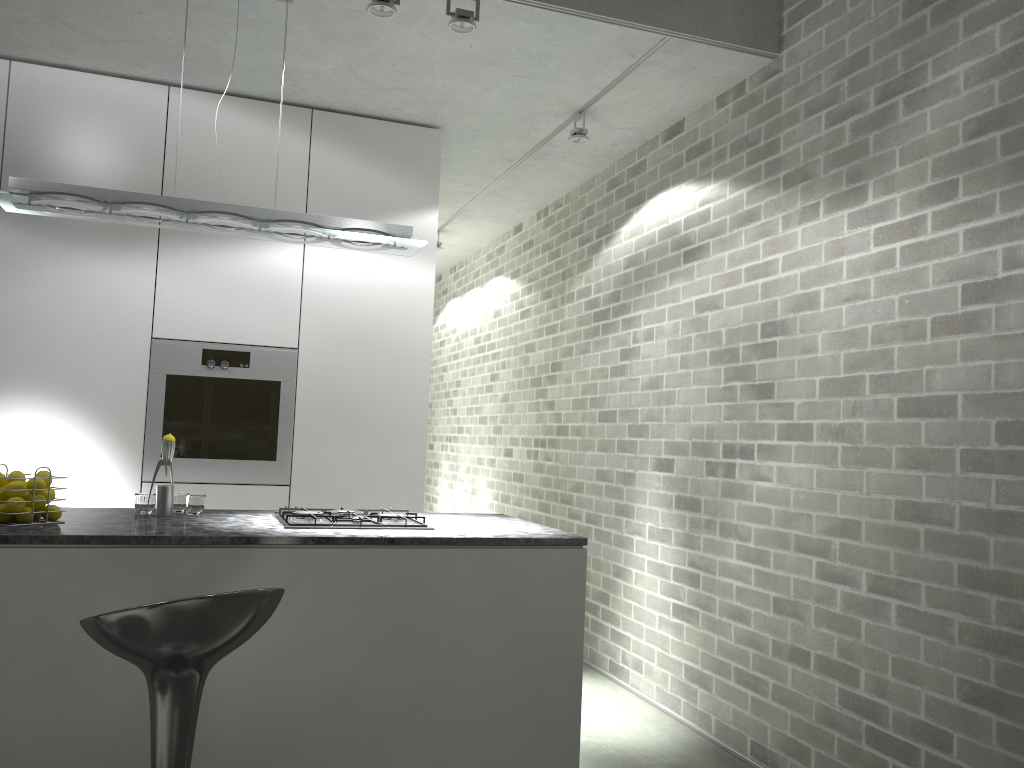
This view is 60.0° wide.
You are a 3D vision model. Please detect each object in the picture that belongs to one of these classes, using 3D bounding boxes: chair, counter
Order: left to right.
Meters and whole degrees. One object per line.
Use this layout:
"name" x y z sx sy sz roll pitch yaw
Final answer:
"counter" -1.988 0.879 2.647 4.400 0.960 0.900 4 -4 -19
"chair" -0.801 0.929 2.097 0.457 0.931 0.464 5 -5 -38

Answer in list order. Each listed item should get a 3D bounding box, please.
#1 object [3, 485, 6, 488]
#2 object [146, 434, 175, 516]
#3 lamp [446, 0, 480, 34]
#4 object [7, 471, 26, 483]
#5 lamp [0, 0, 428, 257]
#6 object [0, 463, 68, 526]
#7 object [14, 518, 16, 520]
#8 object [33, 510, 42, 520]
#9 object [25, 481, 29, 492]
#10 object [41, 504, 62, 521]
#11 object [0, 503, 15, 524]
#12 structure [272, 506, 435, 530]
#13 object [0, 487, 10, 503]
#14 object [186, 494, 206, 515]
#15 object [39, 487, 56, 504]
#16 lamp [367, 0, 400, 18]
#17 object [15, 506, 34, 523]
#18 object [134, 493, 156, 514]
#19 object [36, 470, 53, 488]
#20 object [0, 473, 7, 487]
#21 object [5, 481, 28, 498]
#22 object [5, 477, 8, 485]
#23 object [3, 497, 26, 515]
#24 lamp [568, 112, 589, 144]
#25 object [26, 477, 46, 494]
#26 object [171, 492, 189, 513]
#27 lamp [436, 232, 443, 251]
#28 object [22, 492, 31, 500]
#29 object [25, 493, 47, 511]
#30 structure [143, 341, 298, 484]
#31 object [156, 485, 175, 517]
"object" -1.556 0.336 2.729 0.064 0.053 0.051 4 -4 -26
"object" -1.203 0.318 3.107 0.101 0.288 0.088 2 -4 11
"lamp" -0.187 -1.416 3.372 0.109 0.135 0.109 0 -4 29
"object" -1.522 0.293 2.724 0.051 0.053 0.063 4 -4 -28
"lamp" -1.053 -1.060 3.334 1.490 0.964 0.290 4 -4 -19
"object" -1.514 0.336 2.726 0.207 0.174 0.189 1 -4 26
"object" -1.529 0.385 2.710 0.057 0.060 0.052 4 -4 -23
"object" -1.488 0.399 2.752 0.050 0.055 0.061 1 -4 16
"object" -1.503 0.328 2.760 0.055 0.051 0.061 5 -5 -35
"object" -1.429 0.400 2.751 0.053 0.052 0.062 2 -4 10
"object" -1.527 0.388 2.667 0.064 0.063 0.074 3 -4 -9
"structure" -0.577 0.474 3.159 0.500 0.038 0.500 4 -4 -19
"object" -1.543 0.337 2.675 0.052 0.053 0.062 0 -4 33
"object" -1.145 0.436 3.210 0.064 0.070 0.063 3 -4 -11
"object" -1.452 0.349 2.761 0.053 0.054 0.061 1 -4 17
"lamp" -0.477 -1.435 3.272 0.109 0.135 0.109 0 -4 29
"object" -1.469 0.393 2.674 0.051 0.053 0.063 4 -4 -21
"object" -1.303 0.425 3.150 0.063 0.070 0.064 1 -4 19
"object" -1.466 0.300 2.776 0.050 0.060 0.059 5 -4 -29
"object" -1.562 0.291 2.679 0.063 0.051 0.053 1 -4 18
"object" -1.490 0.317 2.663 0.061 0.052 0.053 4 -4 -16
"object" -1.568 0.313 2.771 0.053 0.051 0.063 1 -4 16
"object" -1.480 0.362 2.637 0.052 0.054 0.061 0 -5 38
"lamp" 0.346 -1.316 4.567 0.109 0.132 0.109 1 -4 23
"object" -1.453 0.310 2.710 0.051 0.053 0.063 4 -4 -16
"object" -1.226 0.435 3.255 0.063 0.070 0.064 1 -4 19
"lamp" -2.579 -1.439 4.590 0.110 0.136 6.854 0 -5 36
"object" -1.483 0.355 2.706 0.051 0.053 0.062 4 -4 -21
"object" -1.452 0.360 2.701 0.051 0.055 0.061 -1 -5 40
"structure" -1.437 0.149 4.404 0.692 0.680 0.036 4 -4 -19
"object" -1.209 0.407 3.087 0.060 0.106 0.060 4 -4 -26
